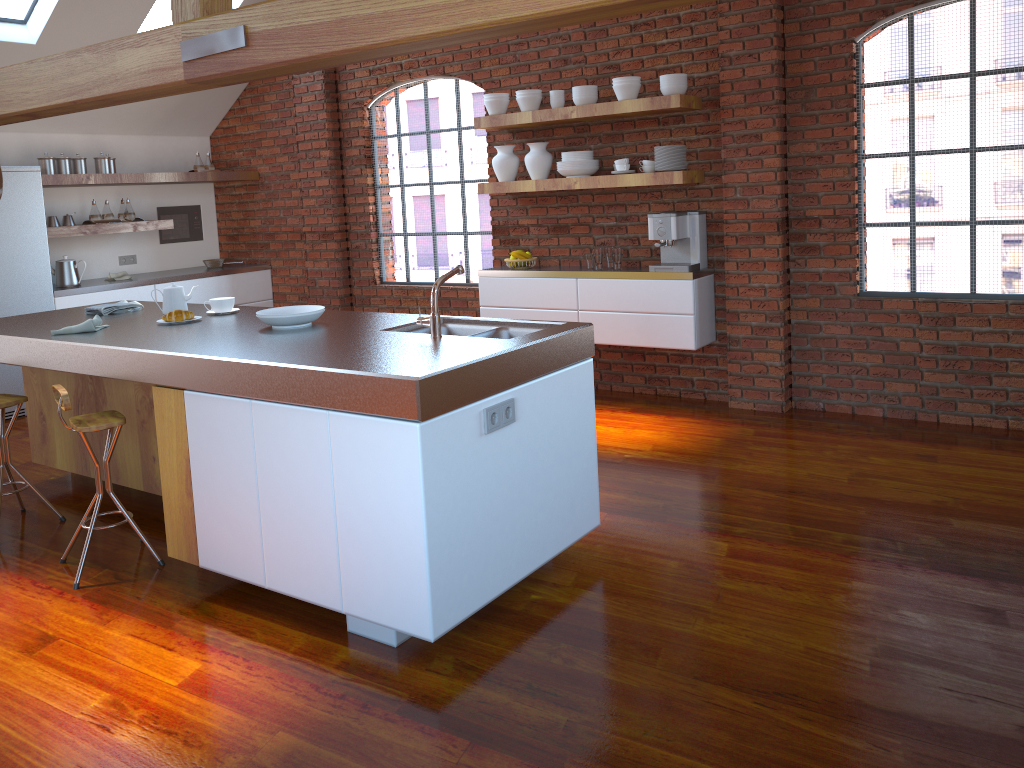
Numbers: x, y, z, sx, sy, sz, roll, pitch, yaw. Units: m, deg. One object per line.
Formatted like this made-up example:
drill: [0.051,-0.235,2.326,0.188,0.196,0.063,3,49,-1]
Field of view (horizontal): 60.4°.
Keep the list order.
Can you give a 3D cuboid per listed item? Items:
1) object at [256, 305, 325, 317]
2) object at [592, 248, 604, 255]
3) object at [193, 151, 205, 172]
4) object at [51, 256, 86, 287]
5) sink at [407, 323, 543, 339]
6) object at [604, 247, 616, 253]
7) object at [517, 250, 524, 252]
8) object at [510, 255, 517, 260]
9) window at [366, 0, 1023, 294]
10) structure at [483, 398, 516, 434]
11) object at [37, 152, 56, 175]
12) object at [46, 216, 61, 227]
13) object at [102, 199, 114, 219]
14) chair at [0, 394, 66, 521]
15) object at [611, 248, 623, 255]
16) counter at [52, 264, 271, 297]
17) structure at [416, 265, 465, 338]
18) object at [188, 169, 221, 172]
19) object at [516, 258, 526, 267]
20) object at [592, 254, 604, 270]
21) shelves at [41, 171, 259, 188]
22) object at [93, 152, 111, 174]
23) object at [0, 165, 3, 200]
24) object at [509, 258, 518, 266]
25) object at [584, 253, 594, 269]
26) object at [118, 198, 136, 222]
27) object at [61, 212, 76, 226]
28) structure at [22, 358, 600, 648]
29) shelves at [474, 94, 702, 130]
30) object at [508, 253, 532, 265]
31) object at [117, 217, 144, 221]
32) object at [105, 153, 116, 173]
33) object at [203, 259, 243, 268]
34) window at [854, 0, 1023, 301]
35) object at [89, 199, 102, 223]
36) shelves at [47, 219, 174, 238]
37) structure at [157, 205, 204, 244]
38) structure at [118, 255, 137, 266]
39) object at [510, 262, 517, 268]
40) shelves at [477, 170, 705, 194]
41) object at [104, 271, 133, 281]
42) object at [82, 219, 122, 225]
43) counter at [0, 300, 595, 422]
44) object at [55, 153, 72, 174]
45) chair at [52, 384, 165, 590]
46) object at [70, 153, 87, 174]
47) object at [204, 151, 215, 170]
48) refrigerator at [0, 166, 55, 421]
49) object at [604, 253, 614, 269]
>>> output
object: [-0.928,-0.284,3.697,0.281,0.054,0.287,-2,12,7]
object: [0.564,-0.834,5.757,0.078,0.103,0.078,-7,9,-25]
object: [-2.756,-1.951,7.733,0.094,0.189,0.094,-9,9,-42]
object: [-3.425,-0.866,6.749,0.303,0.235,0.182,-7,9,-24]
sink: [-0.141,-0.098,3.412,0.615,0.197,0.415,5,14,34]
object: [0.652,-0.857,5.838,0.078,0.103,0.078,-7,9,-25]
object: [0.059,-0.917,6.221,0.070,0.060,0.069,-10,12,-38]
object: [0.012,-0.888,6.183,0.045,0.052,0.052,1,10,23]
window: [3.387,-1.581,6.913,17.430,9.790,3.680,2,8,25]
structure: [-0.047,0.101,2.848,0.033,0.079,0.162,1,12,35]
object: [-3.503,-1.656,6.626,0.128,0.175,0.129,1,9,30]
object: [-3.483,-1.233,6.671,0.107,0.080,0.107,-8,11,-26]
object: [-3.242,-1.389,7.049,0.094,0.190,0.094,-4,7,-11]
chair: [-2.324,0.291,4.007,0.338,0.741,0.343,1,8,30]
object: [0.682,-0.828,5.702,0.078,0.103,0.078,-10,11,-42]
counter: [-3.047,-0.888,7.387,0.716,0.044,2.014,5,15,34]
structure: [-0.260,-0.311,3.262,0.099,0.245,0.203,1,9,35]
object: [-2.722,-1.880,7.785,0.195,0.032,0.227,5,15,33]
object: [0.068,-0.858,6.179,0.078,0.065,0.077,-7,10,-21]
object: [0.567,-0.796,5.760,0.078,0.103,0.078,-7,9,-25]
shelves: [-3.116,-1.702,7.323,0.656,0.075,2.008,5,15,34]
object: [-3.228,-1.739,6.934,0.128,0.175,0.129,1,9,30]
object: [-2.540,-1.077,4.217,0.266,0.438,0.070,3,8,40]
object: [0.018,-0.868,6.234,0.074,0.075,0.074,-1,9,10]
object: [0.524,-0.819,5.881,0.077,0.103,0.079,-2,8,5]
object: [-3.165,-1.429,7.213,0.203,0.190,0.094,6,11,44]
object: [-3.416,-1.267,6.767,0.106,0.098,0.107,-5,9,-13]
structure: [-1.236,0.257,3.865,3.128,0.755,1.038,5,13,35]
shelves: [0.463,-1.782,5.802,1.540,0.075,0.342,6,15,35]
object: [0.066,-0.872,6.139,0.177,0.093,0.065,-7,8,-18]
object: [-3.160,-1.348,7.220,0.225,0.032,0.197,9,17,43]
object: [-3.271,-1.778,7.124,0.128,0.175,0.129,1,9,30]
object: [-2.609,-1.082,7.903,0.348,0.073,0.198,0,12,15]
window: [2.497,-1.270,4.734,1.271,1.650,0.085,3,8,35]
object: [-3.300,-1.367,6.959,0.094,0.189,0.094,-9,9,-42]
shelves: [-3.355,-1.230,6.987,0.656,0.075,1.082,5,15,34]
structure: [-3.027,-1.460,8.042,0.013,0.330,0.463,1,10,35]
structure: [-3.332,-1.073,7.616,0.033,0.079,0.162,1,12,35]
object: [0.009,-0.839,6.177,0.046,0.045,0.056,-7,10,-22]
shelves: [0.487,-1.336,5.844,1.540,0.075,0.342,6,15,35]
object: [-3.195,-0.877,7.130,0.205,0.061,0.198,-11,14,-32]
object: [-3.267,-1.296,7.011,0.195,0.032,0.227,5,15,33]
counter: [-1.264,-0.189,3.814,3.152,0.128,1.040,6,15,35]
object: [-3.446,-1.686,6.748,0.128,0.175,0.129,1,9,30]
chair: [-1.642,0.359,3.531,0.341,0.741,0.340,-8,8,-35]
object: [-3.387,-1.717,6.875,0.128,0.175,0.129,1,9,30]
object: [-2.697,-1.973,7.823,0.094,0.190,0.094,-4,7,-11]
refrigerator: [-3.849,-0.622,6.180,0.783,1.751,0.924,2,8,35]
object: [0.654,-0.819,5.842,0.078,0.103,0.078,-7,9,-25]
